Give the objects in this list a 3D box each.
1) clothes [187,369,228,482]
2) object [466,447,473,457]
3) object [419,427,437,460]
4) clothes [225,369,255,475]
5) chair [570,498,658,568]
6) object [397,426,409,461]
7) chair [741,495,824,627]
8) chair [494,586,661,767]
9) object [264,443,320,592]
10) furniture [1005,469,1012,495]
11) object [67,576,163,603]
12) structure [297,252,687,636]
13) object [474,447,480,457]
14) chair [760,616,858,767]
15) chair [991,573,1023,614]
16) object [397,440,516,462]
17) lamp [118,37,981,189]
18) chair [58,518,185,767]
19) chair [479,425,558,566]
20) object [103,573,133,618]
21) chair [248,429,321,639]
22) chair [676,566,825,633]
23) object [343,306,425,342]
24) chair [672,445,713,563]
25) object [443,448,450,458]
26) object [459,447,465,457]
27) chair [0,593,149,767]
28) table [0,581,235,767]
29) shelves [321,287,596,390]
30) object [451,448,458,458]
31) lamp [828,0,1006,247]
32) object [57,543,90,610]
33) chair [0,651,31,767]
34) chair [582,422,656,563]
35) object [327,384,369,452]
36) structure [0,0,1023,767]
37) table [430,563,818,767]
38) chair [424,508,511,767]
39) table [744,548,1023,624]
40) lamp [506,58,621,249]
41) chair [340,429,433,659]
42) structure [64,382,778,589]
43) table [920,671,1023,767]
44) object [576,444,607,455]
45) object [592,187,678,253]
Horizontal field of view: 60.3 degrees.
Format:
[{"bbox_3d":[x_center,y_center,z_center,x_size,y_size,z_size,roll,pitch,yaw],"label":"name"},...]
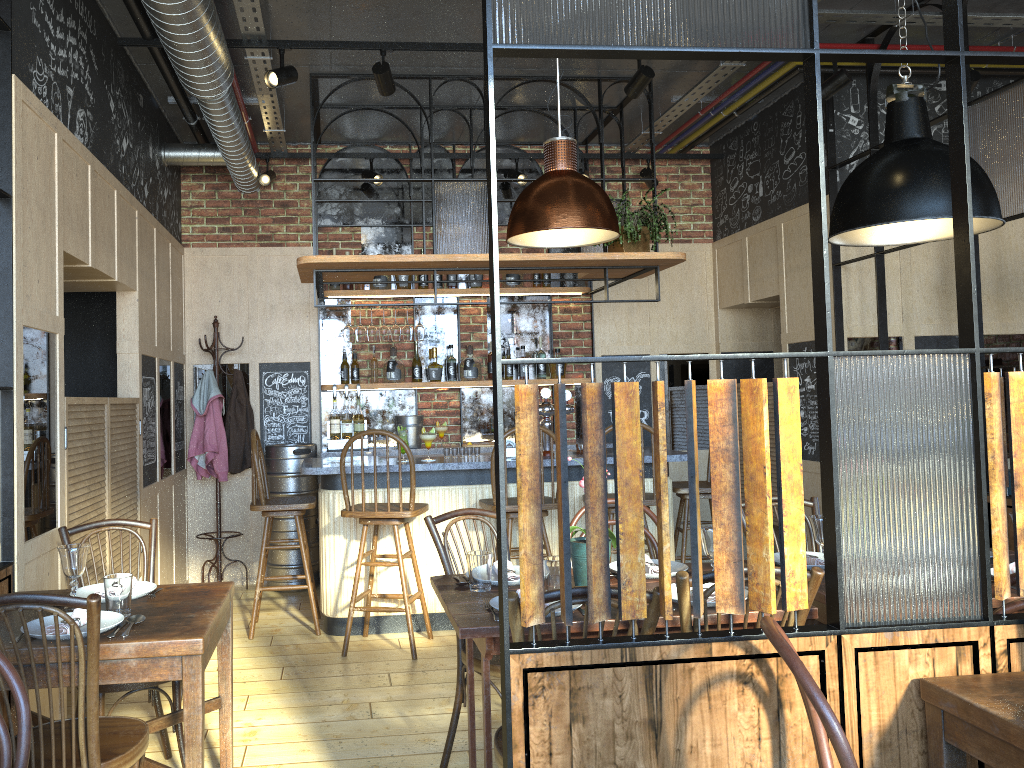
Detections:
[{"bbox_3d":[-2.141,0.291,6.202,0.278,0.792,0.234,-2,-2,18],"label":"clothes"},{"bbox_3d":[-0.263,0.424,5.476,0.041,0.059,0.043,-1,-2,-19],"label":"object"},{"bbox_3d":[-0.502,0.356,5.281,0.109,0.197,0.102,-2,-2,19],"label":"object"},{"bbox_3d":[-1.982,0.274,6.436,0.208,0.771,0.241,-1,-2,-12],"label":"clothes"},{"bbox_3d":[0.418,0.923,3.316,0.444,0.921,0.541,-2,-2,7],"label":"chair"},{"bbox_3d":[-0.653,0.353,5.283,0.066,0.211,0.071,-1,-2,-26],"label":"object"},{"bbox_3d":[1.126,0.903,3.301,0.400,0.916,0.528,-1,-2,-10],"label":"chair"},{"bbox_3d":[0.150,0.915,2.214,0.403,0.916,0.524,-2,-2,-5],"label":"chair"},{"bbox_3d":[-1.598,0.959,6.412,0.413,1.036,0.384,-3,-2,26],"label":"object"},{"bbox_3d":[3.131,0.915,4.671,1.474,0.823,1.460,-1,-1,-9],"label":"furniture"},{"bbox_3d":[-1.324,0.674,2.894,0.323,0.051,0.271,-2,-1,-5],"label":"object"},{"bbox_3d":[-0.218,0.347,5.926,2.312,2.176,1.760,-1,-2,-8],"label":"structure"},{"bbox_3d":[-0.217,0.422,5.481,0.042,0.059,0.041,-2,-2,2],"label":"object"},{"bbox_3d":[0.749,0.891,1.554,0.562,0.922,0.428,-2,-2,14],"label":"chair"},{"bbox_3d":[1.307,0.885,2.280,0.444,0.921,0.541,-2,-2,7],"label":"chair"},{"bbox_3d":[-0.306,0.399,5.264,0.759,0.106,0.202,-1,-1,-7],"label":"object"},{"bbox_3d":[0.333,-1.661,3.631,7.142,0.274,6.337,-1,-1,-9],"label":"lamp"},{"bbox_3d":[-1.387,0.970,3.159,0.388,0.916,0.543,0,-2,-35],"label":"chair"},{"bbox_3d":[0.057,0.819,4.935,0.426,1.196,0.421,-1,-2,-15],"label":"chair"},{"bbox_3d":[-1.172,0.631,2.625,0.087,0.120,0.081,-2,-2,22],"label":"object"},{"bbox_3d":[-1.363,0.863,5.277,0.407,1.196,0.441,-1,-2,-10],"label":"chair"},{"bbox_3d":[0.568,0.906,2.392,0.403,0.916,0.524,-2,-2,-5],"label":"chair"},{"bbox_3d":[-0.774,-0.361,5.328,0.492,0.208,0.066,-1,-2,-6],"label":"object"},{"bbox_3d":[1.182,0.797,5.556,0.413,1.196,0.433,-2,-2,0],"label":"chair"},{"bbox_3d":[-0.403,0.427,5.452,0.041,0.059,0.043,-1,-2,-19],"label":"object"},{"bbox_3d":[-0.309,0.425,5.480,0.041,0.059,0.043,-1,-2,-19],"label":"object"},{"bbox_3d":[-1.174,0.953,2.307,0.403,0.916,0.524,-2,-2,-5],"label":"chair"},{"bbox_3d":[-1.259,1.058,2.676,0.741,0.728,0.759,-1,-2,-9],"label":"table"},{"bbox_3d":[-0.441,-0.348,6.932,2.095,0.747,0.610,-1,-2,-7],"label":"shelves"},{"bbox_3d":[-0.354,0.426,5.458,0.041,0.059,0.043,-1,-2,-19],"label":"object"},{"bbox_3d":[1.334,-1.171,3.005,0.533,1.328,0.524,-2,-2,4],"label":"lamp"},{"bbox_3d":[-1.369,0.602,2.754,0.100,0.192,0.096,-2,-2,11],"label":"object"},{"bbox_3d":[-1.023,0.938,1.440,0.427,0.921,0.563,-1,-2,-18],"label":"chair"},{"bbox_3d":[0.639,0.804,4.999,0.432,1.196,0.414,-2,-2,-5],"label":"chair"},{"bbox_3d":[-1.223,0.247,6.538,0.307,0.492,0.207,-1,-2,-8],"label":"object"},{"bbox_3d":[0.009,-0.258,3.942,5.644,3.329,6.241,-1,-1,-25],"label":"structure"},{"bbox_3d":[0.300,1.017,2.786,1.019,0.728,0.736,-1,-2,-8],"label":"table"},{"bbox_3d":[-0.022,0.933,3.187,0.388,0.916,0.543,0,-2,-35],"label":"chair"},{"bbox_3d":[1.413,0.988,2.908,1.019,0.728,0.736,-1,-2,-8],"label":"table"},{"bbox_3d":[0.144,-1.135,2.877,0.352,1.336,0.384,0,-3,-36],"label":"lamp"},{"bbox_3d":[-0.688,0.838,4.821,0.443,1.196,0.404,-2,-2,10],"label":"chair"},{"bbox_3d":[-0.192,0.529,5.406,4.789,0.995,1.323,-1,-1,-33],"label":"structure"},{"bbox_3d":[1.322,0.973,1.535,0.741,0.728,0.759,-1,-2,-9],"label":"table"},{"bbox_3d":[0.490,0.387,5.438,0.170,0.091,0.095,-1,-2,-33],"label":"object"},{"bbox_3d":[0.760,-0.961,5.319,0.478,0.370,0.631,-1,-1,-32],"label":"object"}]
